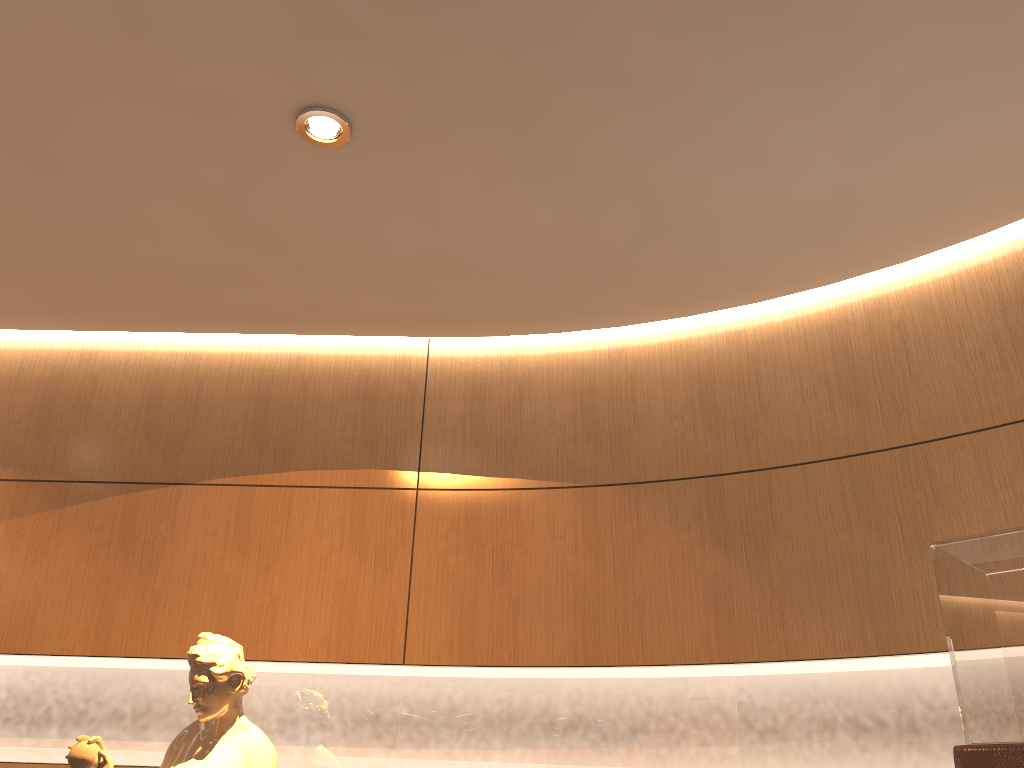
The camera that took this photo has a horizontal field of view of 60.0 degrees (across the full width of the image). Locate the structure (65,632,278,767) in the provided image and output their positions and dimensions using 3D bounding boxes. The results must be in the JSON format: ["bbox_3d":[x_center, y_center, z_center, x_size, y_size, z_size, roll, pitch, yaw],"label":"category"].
[{"bbox_3d":[-1.041,1.713,2.676,0.733,1.836,0.477,6,-26,-9],"label":"structure"}]

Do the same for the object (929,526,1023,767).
[{"bbox_3d":[1.364,1.329,1.926,0.484,2.000,0.498,-22,-35,40],"label":"object"}]
